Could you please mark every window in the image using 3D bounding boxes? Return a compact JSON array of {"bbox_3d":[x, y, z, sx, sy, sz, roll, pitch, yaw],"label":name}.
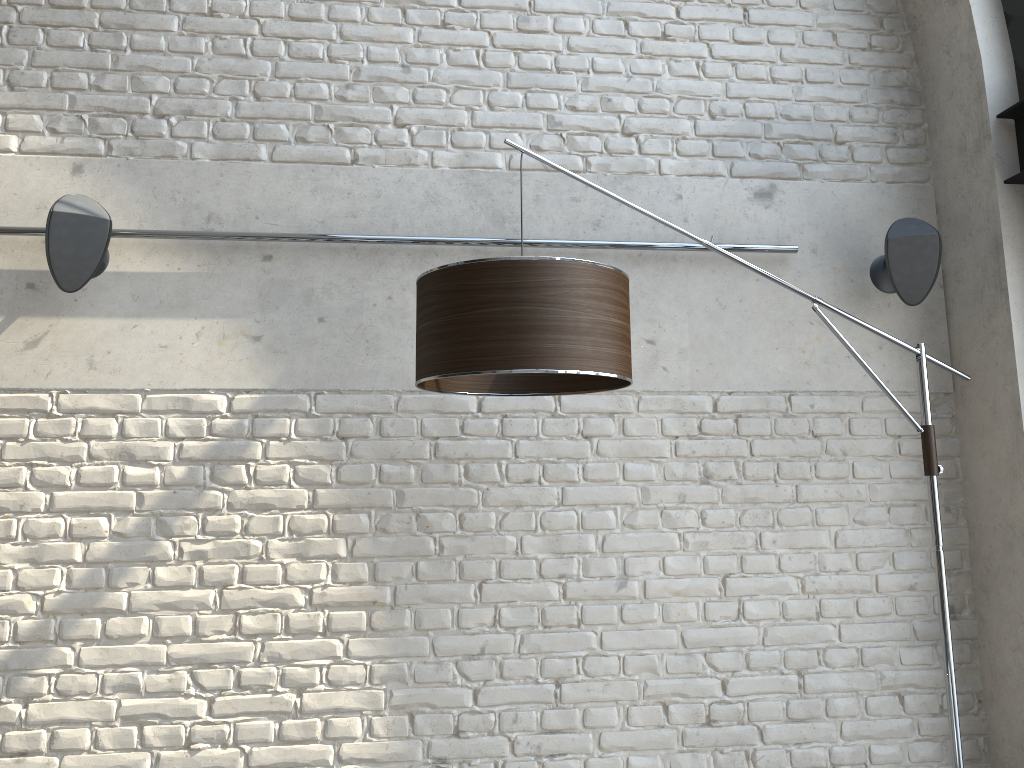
[{"bbox_3d":[0.675,-1.268,0.806,2.867,5.550,4.240,1,-9,-7],"label":"window"}]

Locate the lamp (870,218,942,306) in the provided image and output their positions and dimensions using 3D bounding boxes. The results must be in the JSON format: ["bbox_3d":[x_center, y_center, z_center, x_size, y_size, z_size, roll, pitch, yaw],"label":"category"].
[{"bbox_3d":[1.367,-0.422,3.088,0.177,0.309,0.354,-2,-8,11],"label":"lamp"}]

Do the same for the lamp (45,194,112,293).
[{"bbox_3d":[-1.348,-0.433,2.759,0.177,0.309,0.355,4,-9,-25],"label":"lamp"}]

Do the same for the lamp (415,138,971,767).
[{"bbox_3d":[0.639,0.519,2.413,1.843,2.353,0.551,3,-10,-20],"label":"lamp"}]
